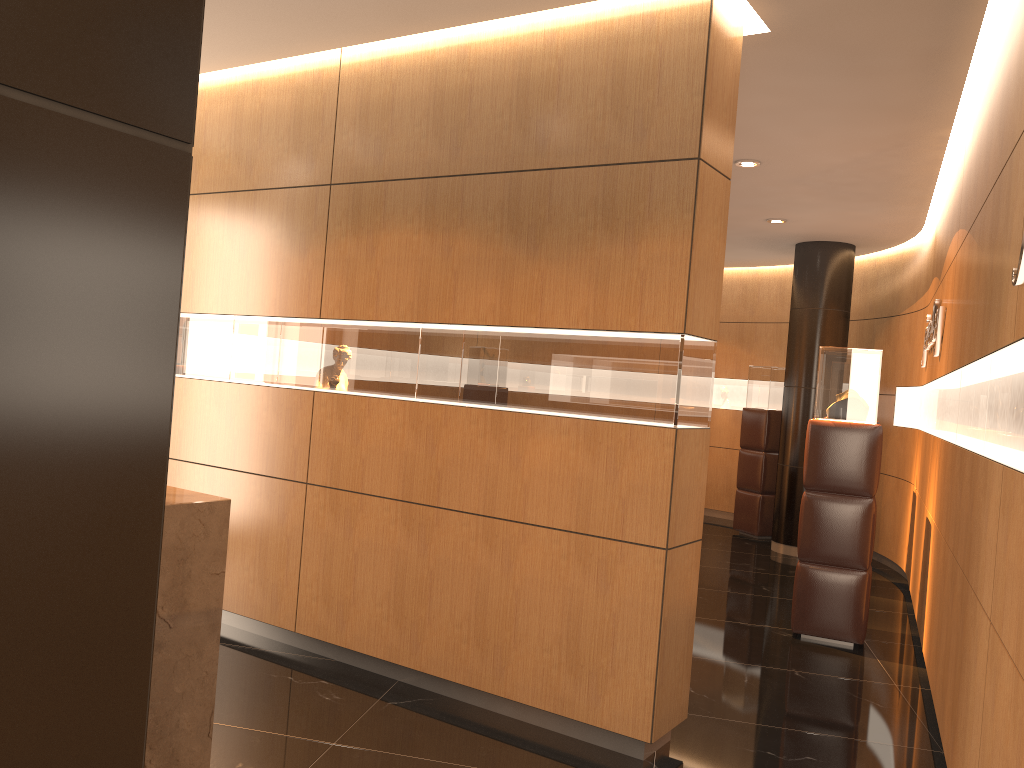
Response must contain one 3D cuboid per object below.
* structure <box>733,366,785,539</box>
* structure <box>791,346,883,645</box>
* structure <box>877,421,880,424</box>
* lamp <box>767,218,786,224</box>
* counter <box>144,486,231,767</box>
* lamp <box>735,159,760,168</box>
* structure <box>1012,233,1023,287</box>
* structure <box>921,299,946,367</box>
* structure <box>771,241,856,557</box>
[{"bbox_3d":[3.011,0.801,10.491,0.484,2.000,0.498,5,0,-24],"label":"structure"},{"bbox_3d":[2.282,0.742,6.168,0.498,1.968,0.484,5,0,22],"label":"structure"},{"bbox_3d":[3.063,0.814,8.098,0.498,2.000,0.484,5,0,22],"label":"structure"},{"bbox_3d":[2.507,-1.569,8.393,0.176,0.068,0.176,5,0,17],"label":"lamp"},{"bbox_3d":[-1.667,0.851,3.046,1.500,1.100,0.400,5,0,33],"label":"counter"},{"bbox_3d":[1.713,-1.626,6.435,0.176,0.068,0.176,5,0,17],"label":"lamp"},{"bbox_3d":[1.193,-0.541,1.791,0.034,0.442,2.050,5,0,22],"label":"structure"},{"bbox_3d":[3.267,-0.392,6.898,0.034,0.442,2.050,5,0,22],"label":"structure"},{"bbox_3d":[3.241,0.105,9.544,0.613,3.430,0.613,5,0,26],"label":"structure"}]
